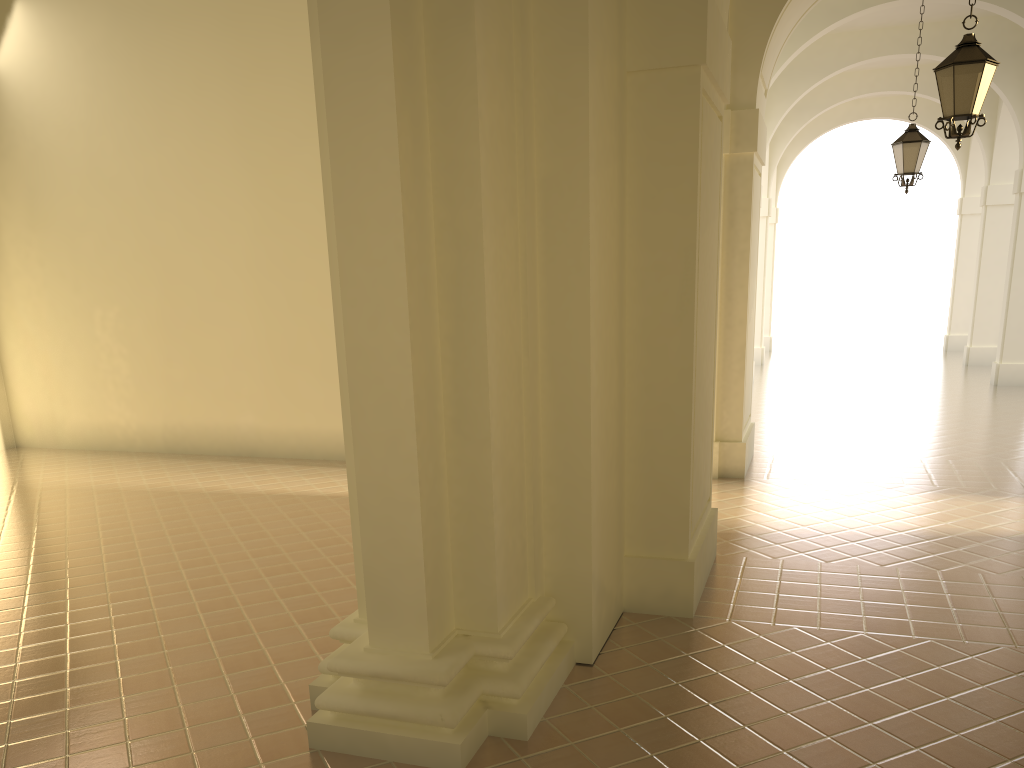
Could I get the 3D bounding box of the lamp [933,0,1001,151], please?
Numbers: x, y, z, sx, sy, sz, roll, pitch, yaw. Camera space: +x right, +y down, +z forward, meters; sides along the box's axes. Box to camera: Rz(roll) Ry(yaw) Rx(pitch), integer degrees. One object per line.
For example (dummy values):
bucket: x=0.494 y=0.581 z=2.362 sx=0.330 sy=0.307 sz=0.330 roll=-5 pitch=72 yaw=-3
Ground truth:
lamp: x=3.757 y=-3.654 z=7.032 sx=0.441 sy=3.445 sz=0.491 roll=-5 pitch=15 yaw=-11

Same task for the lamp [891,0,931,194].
lamp: x=5.385 y=-4.276 z=11.618 sx=0.508 sy=3.445 sz=0.426 roll=3 pitch=16 yaw=18
